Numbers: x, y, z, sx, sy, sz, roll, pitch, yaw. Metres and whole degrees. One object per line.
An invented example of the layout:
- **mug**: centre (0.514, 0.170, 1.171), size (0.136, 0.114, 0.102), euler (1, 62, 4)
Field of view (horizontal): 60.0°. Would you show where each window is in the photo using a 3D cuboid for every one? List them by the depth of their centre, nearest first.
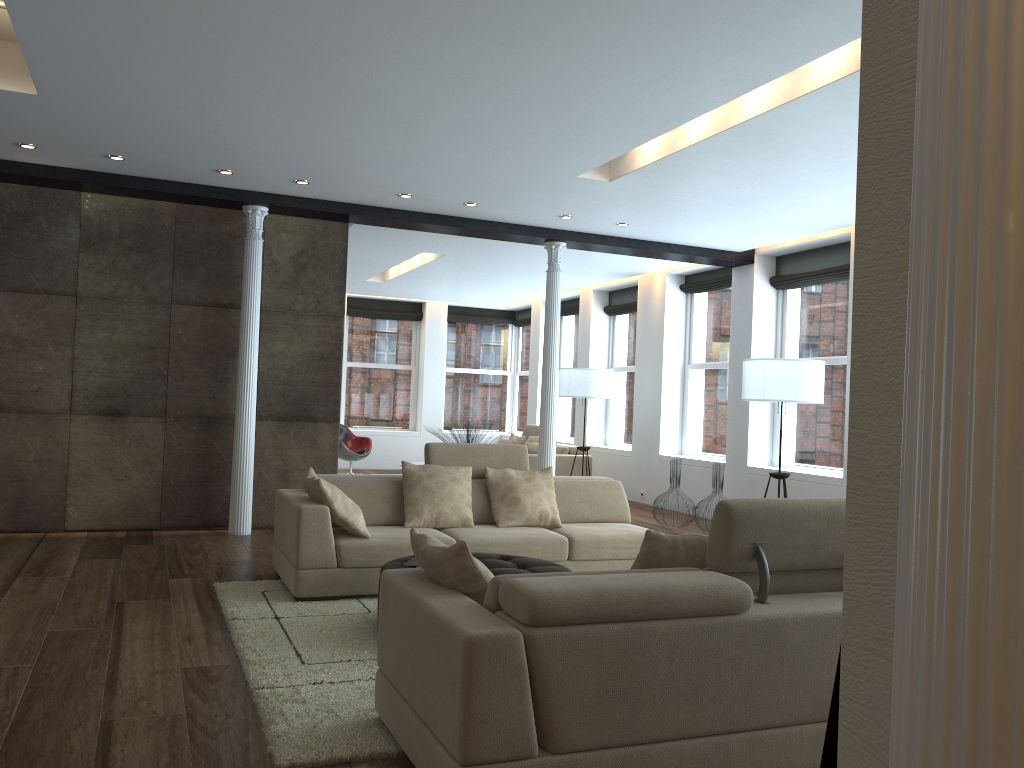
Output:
- **window**: centre (3.202, -0.213, 9.161), size (0.123, 2.400, 1.432), euler (3, -1, -22)
- **window**: centre (2.511, -0.205, 10.835), size (0.123, 2.400, 1.391), euler (3, -1, -22)
- **window**: centre (1.721, -0.195, 12.747), size (0.123, 2.400, 1.345), euler (3, -1, -22)
- **window**: centre (1.036, -0.186, 14.405), size (0.123, 2.400, 1.444), euler (3, -1, -22)
- **window**: centre (-2.359, -0.296, 15.813), size (1.420, 2.400, 0.123), euler (3, -1, -22)
- **window**: centre (-0.651, -0.209, 16.510), size (1.474, 2.400, 0.123), euler (3, -1, -22)
- **window**: centre (3.658, 0.749, 24.107), size (34.761, 17.917, 13.698), euler (3, -1, -22)

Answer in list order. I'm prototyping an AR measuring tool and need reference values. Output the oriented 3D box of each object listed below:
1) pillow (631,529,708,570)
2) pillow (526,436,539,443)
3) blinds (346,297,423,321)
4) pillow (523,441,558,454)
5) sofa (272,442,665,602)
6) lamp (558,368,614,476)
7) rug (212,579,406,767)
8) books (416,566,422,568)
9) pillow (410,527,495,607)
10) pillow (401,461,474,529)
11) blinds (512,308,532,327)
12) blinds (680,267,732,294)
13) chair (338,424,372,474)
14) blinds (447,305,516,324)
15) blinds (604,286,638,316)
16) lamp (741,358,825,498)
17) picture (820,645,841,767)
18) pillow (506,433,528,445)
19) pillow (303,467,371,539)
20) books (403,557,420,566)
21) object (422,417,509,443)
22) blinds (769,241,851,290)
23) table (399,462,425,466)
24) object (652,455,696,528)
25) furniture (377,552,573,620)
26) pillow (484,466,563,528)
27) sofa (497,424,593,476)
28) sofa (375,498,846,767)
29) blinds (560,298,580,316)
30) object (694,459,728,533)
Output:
- **pillow**: centre (0.632, 0.746, 3.354), size (0.534, 0.439, 0.301), euler (3, -1, -26)
- **pillow**: centre (0.253, 0.941, 12.746), size (0.301, 0.439, 0.534), euler (3, -1, -26)
- **blinds**: centre (-2.281, -1.325, 15.749), size (1.422, 0.363, 0.156), euler (3, -1, -22)
- **pillow**: centre (0.322, 0.948, 11.952), size (0.518, 0.393, 0.395), euler (3, -1, -26)
- **sofa**: centre (-0.269, 0.902, 6.184), size (2.581, 0.950, 1.021), euler (3, -1, -22)
- **lamp**: centre (0.920, 0.674, 11.329), size (0.698, 1.728, 0.698), euler (2, -1, 1)
- **rug**: centre (0.611, 1.380, 5.123), size (4.231, 0.020, 2.972), euler (3, -1, -22)
- **books**: centre (-0.417, 0.966, 4.848), size (0.219, 0.031, 0.300), euler (3, -1, -7)
- **pillow**: centre (-0.162, 0.733, 3.284), size (0.395, 0.393, 0.518), euler (3, -1, -26)
- **pillow**: centre (-0.503, 0.761, 6.103), size (0.534, 0.439, 0.301), euler (3, -1, -19)
- **blinds**: centre (0.330, -1.227, 16.081), size (0.156, 0.327, 1.377), euler (3, -1, -22)
- **blinds**: centre (2.498, -1.281, 10.836), size (0.156, 0.275, 1.396), euler (3, -1, -22)
- **chair**: centre (-2.525, 1.025, 13.670), size (0.810, 0.818, 0.669), euler (4, -2, -43)
- **blinds**: centre (-0.588, -1.264, 16.448), size (1.442, 0.312, 0.155), euler (3, -1, -22)
- **blinds**: centre (1.706, -1.211, 12.746), size (0.156, 0.393, 1.342), euler (3, -1, -22)
- **lamp**: centre (2.366, 0.656, 7.827), size (0.698, 1.728, 0.698), euler (2, -1, 1)
- **picture**: centre (0.857, 0.827, 1.715), size (0.700, 0.988, 0.195), euler (3, -1, -22)
- **pillow**: centre (0.002, 0.954, 13.318), size (0.368, 0.416, 0.519), euler (3, -1, -27)
- **pillow**: centre (-1.116, 0.746, 5.593), size (0.395, 0.393, 0.518), euler (3, -1, -19)
- **books**: centre (-0.442, 0.958, 4.853), size (0.220, 0.040, 0.301), euler (2, -1, 12)
- **object**: centre (-0.746, 1.020, 14.569), size (1.119, 1.014, 1.125), euler (3, -2, -36)
- **blinds**: centre (3.172, -1.230, 9.154), size (0.183, 0.395, 1.431), euler (3, -1, -22)
- **table**: centre (-0.964, 1.252, 11.505), size (1.022, 0.393, 1.022), euler (2, -1, 22)
- **object**: centre (1.750, 1.146, 9.533), size (0.458, 0.781, 0.458), euler (3, -1, -23)
- **furniture**: centre (-0.187, 1.152, 4.770), size (1.057, 0.355, 1.057), euler (3, -1, -21)
- **pillow**: centre (0.078, 0.800, 6.329), size (0.519, 0.416, 0.368), euler (3, -1, -18)
- **sofa**: centre (0.139, 1.071, 12.973), size (1.018, 0.950, 2.581), euler (3, -1, -22)
- **sofa**: centre (0.856, 0.888, 3.460), size (2.581, 0.950, 1.021), euler (3, -1, -22)
- **blinds**: centre (1.024, -1.262, 14.403), size (0.156, 0.275, 1.442), euler (3, -1, -22)
- **object**: centre (2.128, 1.154, 9.184), size (0.458, 0.781, 0.458), euler (3, -1, -23)
